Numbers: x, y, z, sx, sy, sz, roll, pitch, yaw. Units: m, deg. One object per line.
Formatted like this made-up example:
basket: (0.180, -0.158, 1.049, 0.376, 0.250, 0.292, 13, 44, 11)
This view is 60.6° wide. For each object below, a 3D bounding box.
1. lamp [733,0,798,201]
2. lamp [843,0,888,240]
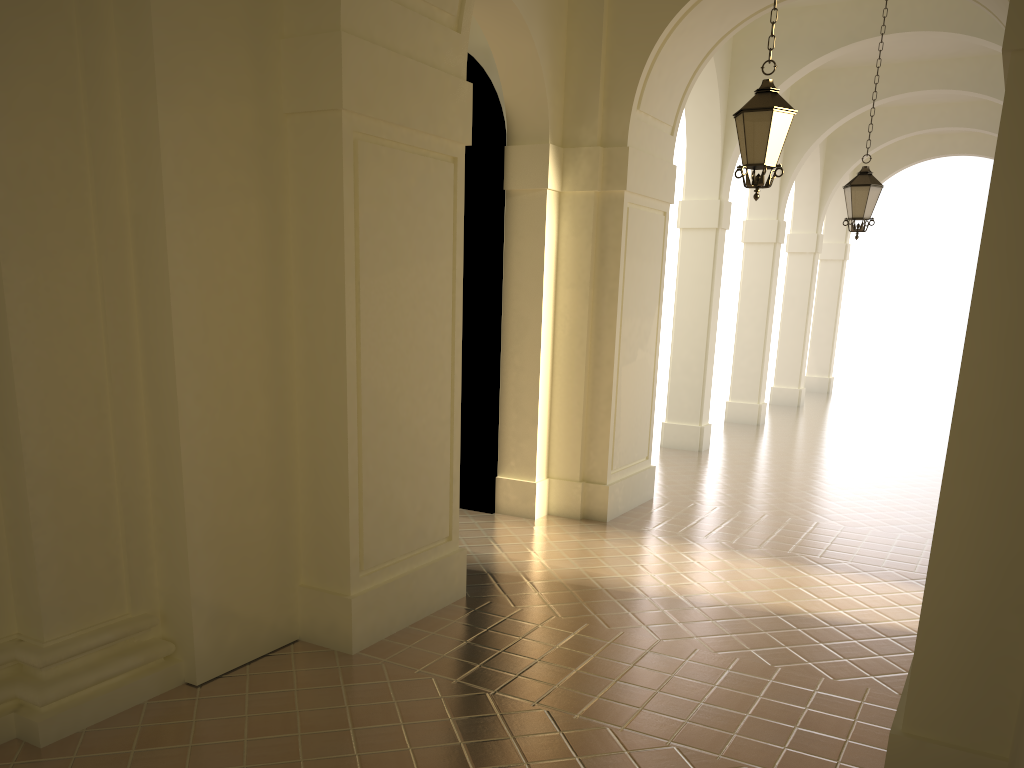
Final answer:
lamp: (2.022, -3.138, 6.642, 0.442, 3.438, 0.490, 2, 14, -1)
lamp: (4.510, -3.523, 10.906, 0.504, 3.438, 0.430, 10, 16, 28)
